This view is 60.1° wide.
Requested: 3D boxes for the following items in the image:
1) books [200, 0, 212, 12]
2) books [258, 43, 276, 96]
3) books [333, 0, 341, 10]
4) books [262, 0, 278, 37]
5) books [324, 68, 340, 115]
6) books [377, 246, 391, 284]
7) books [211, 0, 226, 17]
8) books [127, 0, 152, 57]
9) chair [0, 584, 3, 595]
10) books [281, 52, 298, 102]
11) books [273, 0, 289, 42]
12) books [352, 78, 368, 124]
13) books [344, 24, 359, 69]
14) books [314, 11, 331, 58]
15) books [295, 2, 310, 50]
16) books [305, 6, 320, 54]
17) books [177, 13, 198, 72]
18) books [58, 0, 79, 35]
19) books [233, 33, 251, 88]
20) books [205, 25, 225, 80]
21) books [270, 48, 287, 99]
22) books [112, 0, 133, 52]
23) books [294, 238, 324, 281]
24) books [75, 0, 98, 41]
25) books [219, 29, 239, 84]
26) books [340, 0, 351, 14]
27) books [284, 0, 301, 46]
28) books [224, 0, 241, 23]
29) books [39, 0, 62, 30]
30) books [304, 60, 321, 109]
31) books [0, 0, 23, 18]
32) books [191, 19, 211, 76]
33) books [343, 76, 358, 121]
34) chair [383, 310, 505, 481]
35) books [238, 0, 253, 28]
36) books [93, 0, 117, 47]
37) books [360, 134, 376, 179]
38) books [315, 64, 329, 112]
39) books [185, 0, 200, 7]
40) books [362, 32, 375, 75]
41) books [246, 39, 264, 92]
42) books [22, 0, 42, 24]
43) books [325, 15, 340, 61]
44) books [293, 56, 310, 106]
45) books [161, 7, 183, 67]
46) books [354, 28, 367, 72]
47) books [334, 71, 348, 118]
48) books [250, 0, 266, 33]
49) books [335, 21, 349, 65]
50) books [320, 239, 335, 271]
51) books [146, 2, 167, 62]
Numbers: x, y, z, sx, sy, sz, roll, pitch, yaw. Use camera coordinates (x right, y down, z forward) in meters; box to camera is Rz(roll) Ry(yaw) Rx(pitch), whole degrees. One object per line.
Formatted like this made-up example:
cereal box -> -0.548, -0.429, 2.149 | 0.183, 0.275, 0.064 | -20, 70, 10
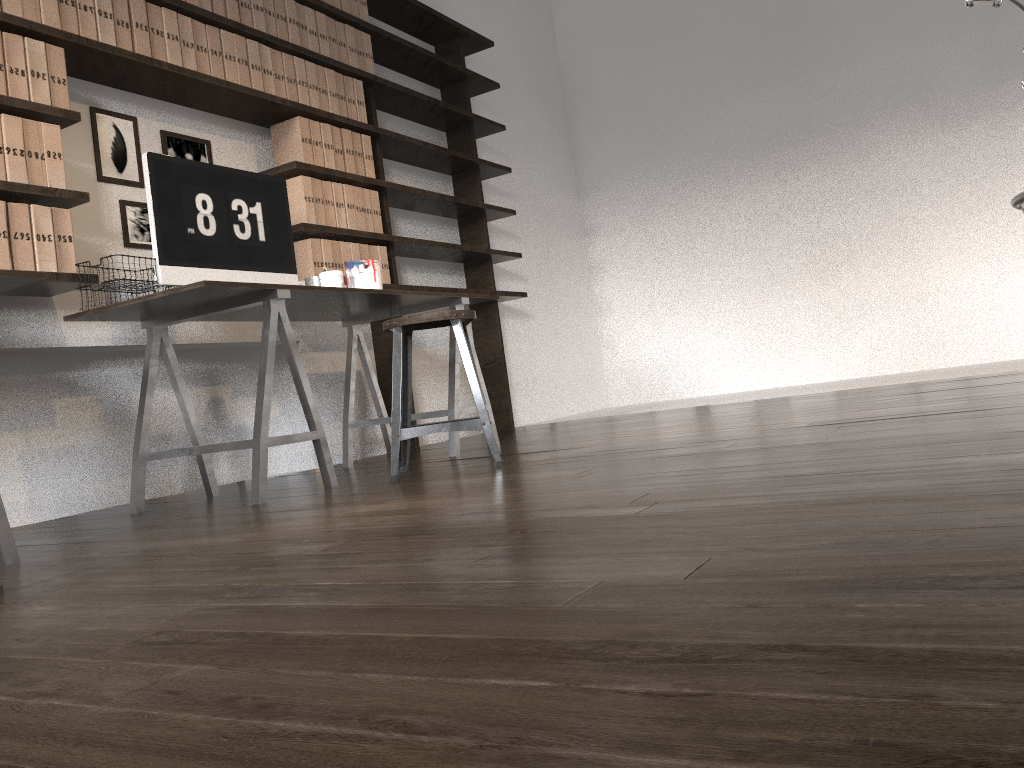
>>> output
books -> -1.309, -1.580, 3.582 | 0.174, 0.226, 0.067 | -9, -3, 29
books -> -1.120, -1.332, 3.835 | 0.174, 0.226, 0.067 | -9, -3, 29
books -> -0.933, -1.907, 4.329 | 0.174, 0.226, 0.067 | -9, -3, 29
books -> -1.130, -1.602, 3.902 | 0.174, 0.226, 0.067 | -9, -3, 29
books -> -0.915, -1.358, 4.192 | 0.174, 0.226, 0.067 | -9, -3, 29
books -> -0.690, -0.549, 4.343 | 0.174, 0.226, 0.067 | -9, -3, 29
books -> -1.274, -1.584, 3.649 | 0.174, 0.226, 0.067 | -9, -3, 29
books -> -1.430, -1.294, 3.282 | 0.174, 0.226, 0.067 | -9, -3, 29
chair -> -1.116, 0.141, 1.409 | 0.358, 0.529, 0.371 | -8, -2, 3
books -> -1.053, -1.341, 3.958 | 0.174, 0.226, 0.067 | -9, -3, 29
books -> -1.095, -1.607, 3.964 | 0.174, 0.226, 0.067 | -9, -3, 29
books -> -0.813, -1.370, 4.375 | 0.174, 0.226, 0.067 | -9, -3, 29
books -> -0.854, -1.637, 4.379 | 0.174, 0.226, 0.067 | -9, -3, 29
books -> -0.959, -1.624, 4.196 | 0.174, 0.226, 0.067 | -9, -3, 29
books -> -1.028, -1.615, 4.080 | 0.174, 0.226, 0.067 | -9, -3, 29
books -> -0.996, -1.619, 4.134 | 0.174, 0.226, 0.067 | -9, -3, 29
books -> -1.328, -1.307, 3.468 | 0.174, 0.226, 0.067 | -9, -3, 29
books -> -1.576, -1.276, 3.034 | 0.174, 0.226, 0.067 | -9, -3, 29
books -> -1.188, -1.324, 3.708 | 0.174, 0.226, 0.067 | -9, -3, 29
books -> -1.261, -1.315, 3.590 | 0.174, 0.226, 0.067 | -9, -3, 29
books -> -1.089, -1.336, 3.898 | 0.174, 0.226, 0.067 | -9, -3, 29
books -> -1.472, -1.289, 3.219 | 0.174, 0.226, 0.067 | -9, -3, 29
books -> -0.926, -0.520, 3.938 | 0.174, 0.226, 0.067 | -9, -3, 29
books -> -1.541, -1.280, 3.096 | 0.174, 0.226, 0.067 | -9, -3, 29
books -> -1.223, -1.320, 3.655 | 0.174, 0.226, 0.067 | -9, -3, 29
books -> -0.897, -1.911, 4.395 | 0.174, 0.226, 0.067 | -9, -3, 29
books -> -1.057, -1.611, 4.020 | 0.174, 0.226, 0.067 | -9, -3, 29
books -> -1.233, -1.590, 3.711 | 0.174, 0.226, 0.067 | -9, -3, 29
books -> -1.604, -1.272, 2.972 | 0.174, 0.226, 0.067 | -9, -3, 29
books -> -0.981, -1.350, 4.081 | 0.174, 0.226, 0.067 | -9, -3, 29
books -> -1.671, -1.264, 2.861 | 0.174, 0.226, 0.067 | -9, -3, 29
books -> -1.297, -1.310, 3.530 | 0.174, 0.226, 0.067 | -9, -3, 29
books -> -0.851, -1.366, 4.316 | 0.174, 0.226, 0.067 | -9, -3, 29
chair -> -0.247, 0.034, 2.999 | 0.372, 0.529, 0.357 | -8, -2, -2
books -> -1.201, -1.594, 3.779 | 0.174, 0.226, 0.067 | -9, -3, 29
books -> -1.503, -1.285, 3.155 | 0.174, 0.226, 0.067 | -9, -3, 29
books -> -0.772, -1.096, 4.369 | 0.174, 0.226, 0.067 | -9, -3, 29
books -> -0.951, -1.353, 4.136 | 0.174, 0.226, 0.067 | -9, -3, 29
books -> -1.336, -1.577, 3.525 | 0.174, 0.226, 0.067 | -9, -3, 29
books -> -0.793, -1.644, 4.493 | 0.174, 0.226, 0.067 | -9, -3, 29
books -> -1.153, -1.328, 3.770 | 0.174, 0.226, 0.067 | -9, -3, 29
books -> -1.641, -1.268, 2.916 | 0.174, 0.226, 0.067 | -9, -3, 29
books -> -0.927, -1.628, 4.260 | 0.174, 0.226, 0.067 | -9, -3, 29
books -> -1.015, -1.346, 4.017 | 0.174, 0.226, 0.067 | -9, -3, 29
books -> -1.360, -1.303, 3.403 | 0.174, 0.226, 0.067 | -9, -3, 29
books -> -0.825, -1.640, 4.439 | 0.174, 0.226, 0.067 | -9, -3, 29
books -> -0.886, -1.361, 4.254 | 0.174, 0.226, 0.067 | -9, -3, 29
books -> -1.161, -1.599, 3.839 | 0.174, 0.226, 0.067 | -9, -3, 29
books -> -0.895, -1.632, 4.321 | 0.174, 0.226, 0.067 | -9, -3, 29
books -> -0.888, -0.524, 3.994 | 0.174, 0.226, 0.067 | -9, -3, 29
books -> -1.399, -1.298, 3.349 | 0.174, 0.226, 0.067 | -9, -3, 29
